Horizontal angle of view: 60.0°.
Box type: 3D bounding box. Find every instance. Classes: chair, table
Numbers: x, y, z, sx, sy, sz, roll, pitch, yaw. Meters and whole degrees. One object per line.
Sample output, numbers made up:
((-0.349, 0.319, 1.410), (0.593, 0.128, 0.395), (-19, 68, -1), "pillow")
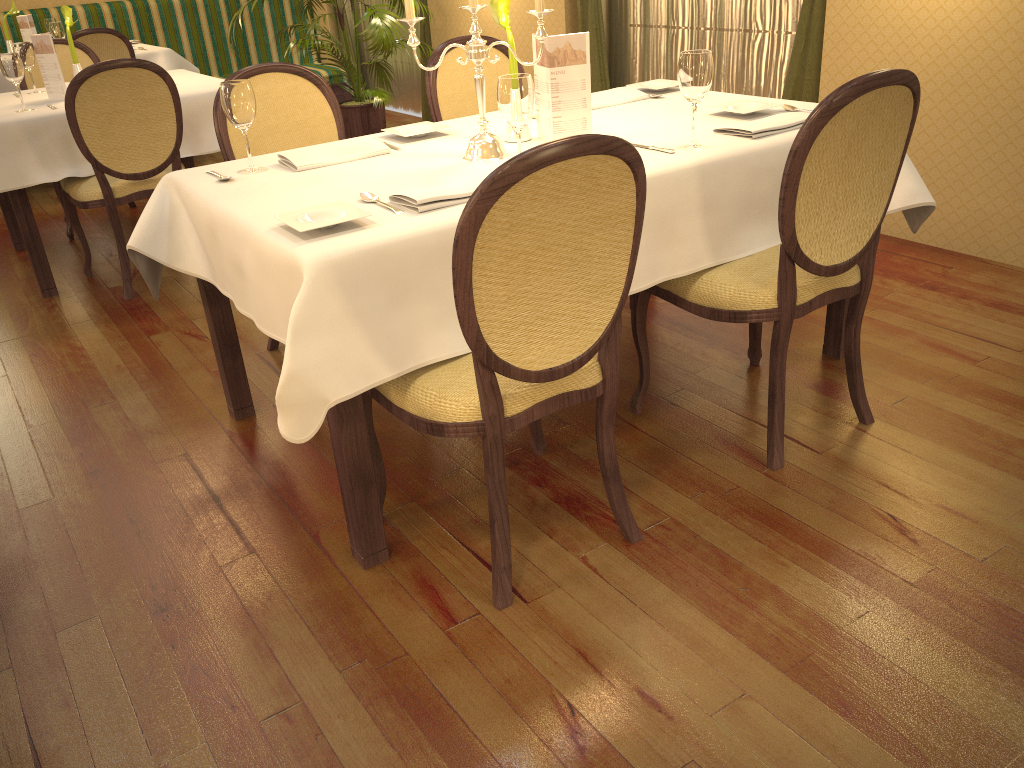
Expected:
((-0.028, -0.078, 1.913), (0.530, 0.955, 0.571), (-20, 31, -28), "chair")
((-3.245, -1.840, 6.131), (2.152, 0.759, 1.385), (-20, 31, -28), "table")
((-2.297, -1.346, 4.789), (0.530, 0.955, 0.571), (-20, 31, -28), "chair")
((0.021, -0.769, 3.278), (0.530, 0.955, 0.571), (-20, 31, -28), "chair")
((-1.903, -1.022, 4.295), (1.395, 0.759, 1.389), (-19, 30, -27), "table")
((-0.618, -0.535, 2.913), (0.530, 0.955, 0.571), (-20, 31, -28), "chair")
((0.670, -0.333, 2.311), (0.530, 0.955, 0.571), (-20, 31, -28), "chair")
((0.123, -0.330, 2.603), (2.152, 0.759, 1.385), (-20, 31, -28), "table")
((-1.649, -0.911, 3.822), (0.530, 0.955, 0.571), (-20, 31, -28), "chair")
((-2.680, -1.832, 5.814), (0.530, 0.955, 0.571), (-20, 31, -28), "chair")

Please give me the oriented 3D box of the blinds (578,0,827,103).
((0.766, -3.129, 3.855), (0.129, 4.537, 1.878), (-20, 31, -28), "blinds")

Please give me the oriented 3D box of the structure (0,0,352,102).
((-7.692, -0.877, 4.622), (14.516, 1.031, 0.850), (-20, 31, -28), "structure")

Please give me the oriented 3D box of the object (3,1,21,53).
((-3.356, -2.377, 5.961), (0.076, 0.375, 0.163), (20, 35, 39), "object")

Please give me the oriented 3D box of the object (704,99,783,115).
((0.674, -0.799, 2.586), (0.160, 0.024, 0.160), (-20, 31, -28), "object")

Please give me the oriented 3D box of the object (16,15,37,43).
((-3.226, -2.313, 5.927), (0.081, 0.277, 0.166), (-12, 27, -14), "object")

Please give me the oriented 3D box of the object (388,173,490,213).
((-0.123, -0.436, 1.983), (0.273, 0.033, 0.142), (-20, 31, -28), "object")

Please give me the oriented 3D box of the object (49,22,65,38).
((-2.925, -2.220, 5.744), (0.088, 0.229, 0.088), (3, 28, 14), "object")

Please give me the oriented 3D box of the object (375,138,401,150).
((-0.361, -0.688, 2.541), (0.017, 0.010, 0.185), (-19, 30, -27), "object")

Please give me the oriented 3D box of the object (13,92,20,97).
((-2.362, -1.381, 4.233), (0.017, 0.010, 0.185), (-19, 30, -27), "object")

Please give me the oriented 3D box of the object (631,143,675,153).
((0.349, -0.608, 2.272), (0.017, 0.010, 0.185), (-20, 31, -28), "object")

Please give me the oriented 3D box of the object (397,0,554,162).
((-0.090, -0.884, 2.178), (0.390, 0.655, 0.131), (7, 29, 21), "object")

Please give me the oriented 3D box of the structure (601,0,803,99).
((0.861, -3.156, 3.922), (0.134, 4.511, 1.900), (-20, 31, -28), "structure")

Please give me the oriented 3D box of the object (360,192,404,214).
((-0.289, -0.398, 1.950), (0.038, 0.015, 0.181), (-19, 30, -27), "object")

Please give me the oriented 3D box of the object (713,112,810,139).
((0.692, -0.702, 2.394), (0.273, 0.024, 0.142), (-20, 31, -28), "object")

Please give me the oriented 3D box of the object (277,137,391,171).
((-0.485, -0.628, 2.423), (0.273, 0.033, 0.142), (-20, 31, -28), "object")

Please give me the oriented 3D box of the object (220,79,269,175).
((-0.700, -0.671, 2.316), (0.088, 0.229, 0.088), (3, 28, 14), "object")

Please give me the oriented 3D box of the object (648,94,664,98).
((0.445, -0.974, 2.979), (0.038, 0.015, 0.181), (-19, 30, -27), "object")

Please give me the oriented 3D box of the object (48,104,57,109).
((-1.966, -1.187, 3.785), (0.017, 0.010, 0.185), (-20, 31, -28), "object")

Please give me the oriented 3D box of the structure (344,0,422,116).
((-1.082, -4.342, 6.583), (0.123, 4.511, 1.942), (-20, 31, -28), "structure")

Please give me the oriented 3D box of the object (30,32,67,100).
((-2.054, -1.407, 3.942), (0.081, 0.277, 0.166), (-17, 29, -23), "object")

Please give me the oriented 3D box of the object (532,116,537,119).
((0.057, -0.840, 2.779), (0.017, 0.010, 0.185), (-19, 30, -27), "object")

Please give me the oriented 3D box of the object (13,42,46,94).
((-2.305, -1.507, 4.229), (0.088, 0.229, 0.088), (3, 28, 14), "object")

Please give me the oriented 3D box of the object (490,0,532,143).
((-0.005, -0.867, 2.434), (0.076, 0.375, 0.163), (-9, 27, -9), "object")

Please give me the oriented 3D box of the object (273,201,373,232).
((-0.391, -0.338, 1.837), (0.160, 0.024, 0.160), (-20, 31, -28), "object")

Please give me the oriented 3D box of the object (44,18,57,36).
((-3.254, -2.476, 6.304), (0.088, 0.229, 0.088), (3, 28, 14), "object")

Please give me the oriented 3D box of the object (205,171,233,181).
((-0.769, -0.550, 2.326), (0.038, 0.015, 0.181), (-19, 30, -27), "object")

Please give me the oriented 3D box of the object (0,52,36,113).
((-2.059, -1.253, 3.685), (0.088, 0.229, 0.088), (3, 28, 14), "object")

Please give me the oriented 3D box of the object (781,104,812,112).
((0.842, -0.784, 2.539), (0.038, 0.015, 0.181), (-19, 30, -27), "object")

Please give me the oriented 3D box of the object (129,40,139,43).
((-2.864, -2.534, 6.589), (0.160, 0.024, 0.160), (-20, 31, -28), "object")

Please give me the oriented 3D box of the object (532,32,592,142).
((0.118, -0.787, 2.371), (0.166, 0.277, 0.081), (10, 30, 26), "object")

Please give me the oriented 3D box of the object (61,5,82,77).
((-2.029, -1.552, 4.113), (0.076, 0.375, 0.163), (-9, 27, -9), "object")

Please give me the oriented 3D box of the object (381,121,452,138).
((-0.282, -0.746, 2.632), (0.160, 0.024, 0.160), (-20, 31, -28), "object")

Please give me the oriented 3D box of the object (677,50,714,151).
((0.454, -0.704, 2.201), (0.088, 0.229, 0.088), (3, 28, 14), "object")

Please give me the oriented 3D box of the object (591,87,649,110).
((0.298, -0.934, 2.909), (0.273, 0.033, 0.142), (-20, 31, -28), "object")

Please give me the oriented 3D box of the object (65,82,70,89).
((-2.121, -1.475, 4.363), (0.273, 0.033, 0.142), (-20, 31, -28), "object")

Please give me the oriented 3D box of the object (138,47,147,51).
((-2.526, -2.294, 6.068), (0.038, 0.015, 0.181), (-19, 30, -27), "object")

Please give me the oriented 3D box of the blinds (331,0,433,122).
((-1.176, -4.318, 6.523), (0.225, 4.537, 1.934), (-21, 31, -29), "blinds")

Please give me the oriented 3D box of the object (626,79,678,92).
((0.504, -1.024, 3.060), (0.160, 0.024, 0.160), (-20, 31, -28), "object")

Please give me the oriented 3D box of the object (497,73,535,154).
((0.014, -0.591, 2.045), (0.088, 0.229, 0.088), (3, 28, 14), "object")

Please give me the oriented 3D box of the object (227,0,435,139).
((-1.055, -2.529, 6.013), (1.496, 1.807, 1.552), (15, 33, 34), "object")
